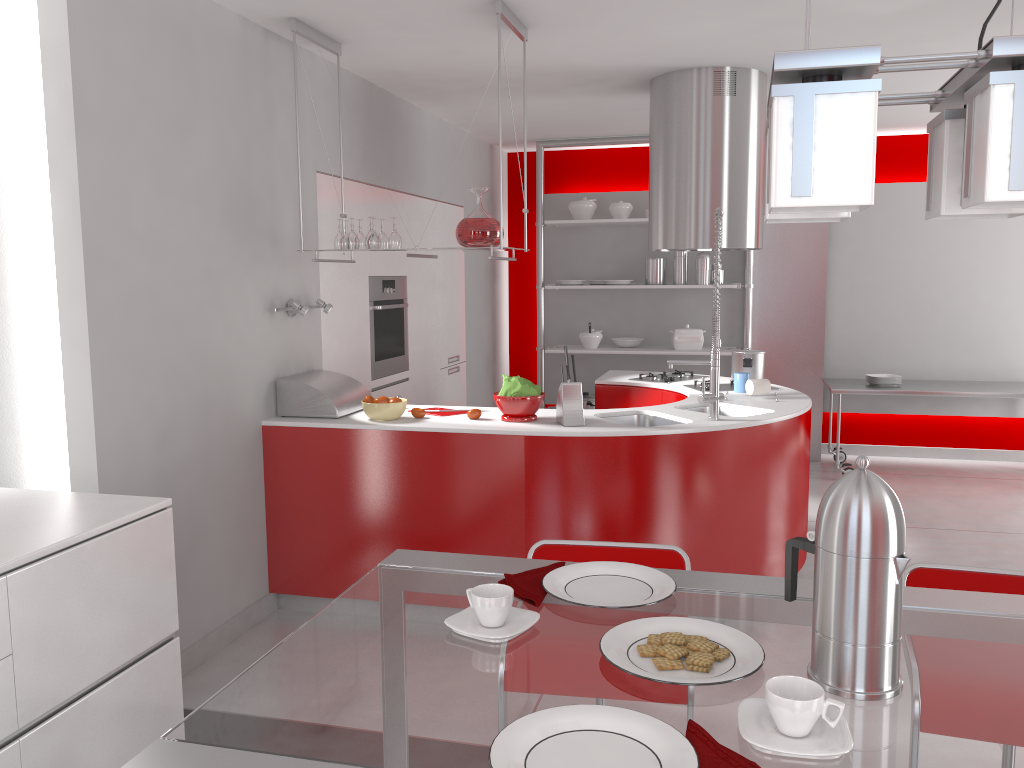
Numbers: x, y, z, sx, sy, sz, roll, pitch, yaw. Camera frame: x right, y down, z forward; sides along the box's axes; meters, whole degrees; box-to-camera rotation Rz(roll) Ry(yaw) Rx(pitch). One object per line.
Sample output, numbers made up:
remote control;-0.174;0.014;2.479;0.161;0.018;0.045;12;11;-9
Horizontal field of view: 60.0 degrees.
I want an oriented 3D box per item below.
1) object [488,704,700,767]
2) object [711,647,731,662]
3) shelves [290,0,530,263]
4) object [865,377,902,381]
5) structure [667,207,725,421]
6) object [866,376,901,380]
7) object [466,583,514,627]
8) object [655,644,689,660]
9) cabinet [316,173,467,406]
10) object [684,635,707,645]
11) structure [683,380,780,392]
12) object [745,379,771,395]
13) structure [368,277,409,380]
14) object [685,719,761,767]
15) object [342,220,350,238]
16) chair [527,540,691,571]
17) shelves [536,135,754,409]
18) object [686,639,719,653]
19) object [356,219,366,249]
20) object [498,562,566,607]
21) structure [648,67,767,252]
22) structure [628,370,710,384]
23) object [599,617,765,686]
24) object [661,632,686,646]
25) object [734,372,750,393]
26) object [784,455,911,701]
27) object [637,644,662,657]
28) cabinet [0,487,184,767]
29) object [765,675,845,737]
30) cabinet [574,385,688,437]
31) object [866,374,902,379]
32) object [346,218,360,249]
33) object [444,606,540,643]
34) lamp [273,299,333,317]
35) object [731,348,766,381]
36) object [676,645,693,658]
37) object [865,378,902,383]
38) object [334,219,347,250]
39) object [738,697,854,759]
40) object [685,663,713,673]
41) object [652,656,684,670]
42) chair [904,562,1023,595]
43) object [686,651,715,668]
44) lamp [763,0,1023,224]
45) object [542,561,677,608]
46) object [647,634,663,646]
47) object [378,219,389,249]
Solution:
object;0.084;0.391;0.921;0.217;0.015;0.217;-2;7;-10
object;0.272;0.359;1.184;0.034;0.006;0.036;5;9;36
shelves;-0.430;-1.057;3.910;0.934;1.023;0.462;1;7;15
object;2.765;-0.033;6.603;0.228;0.020;0.228;-1;7;-4
structure;0.849;-0.307;3.868;0.308;0.920;0.178;-5;8;-32
object;2.765;-0.043;6.602;0.228;0.020;0.228;-1;7;-4
object;-0.036;0.324;1.290;0.078;0.049;0.062;1;7;14
object;0.212;0.355;1.177;0.034;0.006;0.036;-6;9;-38
cabinet;-0.951;-0.189;5.733;0.614;2.026;2.398;1;7;15
object;0.251;0.354;1.223;0.036;0.006;0.034;1;7;14
structure;1.223;0.002;4.958;0.457;0.037;0.303;-2;7;-10
object;1.243;0.014;4.508;0.100;0.080;0.109;-2;7;-15
structure;-0.722;-0.349;5.341;0.050;0.589;0.599;1;7;15
object;0.217;0.396;0.883;0.095;0.012;0.234;1;7;13
object;-0.765;-0.684;4.097;0.060;0.141;0.060;1;7;15
chair;0.206;0.837;2.043;0.418;0.857;0.460;1;7;10
shelves;1.041;-0.662;7.120;1.735;2.599;0.535;1;7;15
object;0.256;0.352;1.193;0.036;0.006;0.034;5;9;38
object;-0.691;-0.678;4.046;0.060;0.141;0.060;1;7;15
object;0.024;0.326;1.475;0.095;0.012;0.234;1;7;15
structure;1.109;-1.244;5.064;0.644;0.958;0.644;-3;7;-19
structure;0.964;-0.052;5.422;0.303;0.037;0.457;6;10;44
object;0.225;0.358;1.183;0.217;0.015;0.217;-6;9;-38
object;0.222;0.349;1.218;0.034;0.006;0.036;0;7;3
object;1.193;-0.009;4.626;0.080;0.100;0.109;-2;7;-12
object;0.413;0.229;1.104;0.149;0.287;0.113;2;7;22
object;0.187;0.359;1.195;0.036;0.006;0.034;-1;7;-2
cabinet;-1.501;0.866;1.825;0.610;0.880;1.802;1;7;15
object;0.316;0.359;0.972;0.062;0.049;0.078;-5;8;-35
cabinet;0.108;0.486;4.593;1.875;0.761;1.025;-4;8;-30
object;2.765;-0.053;6.601;0.228;0.020;0.228;-1;7;-4
object;-0.710;-0.666;3.944;0.060;0.141;0.060;-2;7;-8
object;-0.028;0.348;1.291;0.119;0.016;0.119;4;8;34
lamp;-0.964;-0.355;4.147;0.155;0.081;0.454;1;7;15
object;1.320;-0.110;4.959;0.189;0.185;0.218;-3;8;-23
object;0.232;0.358;1.192;0.036;0.006;0.034;4;8;32
object;2.765;-0.023;6.604;0.228;0.020;0.228;-1;7;-4
object;-0.776;-0.673;4.012;0.060;0.141;0.060;1;7;15
object;0.311;0.382;0.982;0.119;0.016;0.119;1;7;12
object;0.242;0.363;1.150;0.034;0.006;0.036;2;7;19
object;0.203;0.363;1.156;0.036;0.006;0.034;-1;7;-6
chair;1.014;0.857;1.829;0.418;0.857;0.460;2;7;19
object;0.246;0.357;1.153;0.034;0.006;0.036;3;8;26
lamp;0.444;-0.704;0.956;0.304;1.025;0.304;1;7;15
object;0.156;0.328;1.434;0.217;0.015;0.217;-6;9;-39
object;0.205;0.354;1.227;0.036;0.006;0.034;1;7;15
object;-0.591;-0.679;4.045;0.060;0.141;0.060;1;7;15
